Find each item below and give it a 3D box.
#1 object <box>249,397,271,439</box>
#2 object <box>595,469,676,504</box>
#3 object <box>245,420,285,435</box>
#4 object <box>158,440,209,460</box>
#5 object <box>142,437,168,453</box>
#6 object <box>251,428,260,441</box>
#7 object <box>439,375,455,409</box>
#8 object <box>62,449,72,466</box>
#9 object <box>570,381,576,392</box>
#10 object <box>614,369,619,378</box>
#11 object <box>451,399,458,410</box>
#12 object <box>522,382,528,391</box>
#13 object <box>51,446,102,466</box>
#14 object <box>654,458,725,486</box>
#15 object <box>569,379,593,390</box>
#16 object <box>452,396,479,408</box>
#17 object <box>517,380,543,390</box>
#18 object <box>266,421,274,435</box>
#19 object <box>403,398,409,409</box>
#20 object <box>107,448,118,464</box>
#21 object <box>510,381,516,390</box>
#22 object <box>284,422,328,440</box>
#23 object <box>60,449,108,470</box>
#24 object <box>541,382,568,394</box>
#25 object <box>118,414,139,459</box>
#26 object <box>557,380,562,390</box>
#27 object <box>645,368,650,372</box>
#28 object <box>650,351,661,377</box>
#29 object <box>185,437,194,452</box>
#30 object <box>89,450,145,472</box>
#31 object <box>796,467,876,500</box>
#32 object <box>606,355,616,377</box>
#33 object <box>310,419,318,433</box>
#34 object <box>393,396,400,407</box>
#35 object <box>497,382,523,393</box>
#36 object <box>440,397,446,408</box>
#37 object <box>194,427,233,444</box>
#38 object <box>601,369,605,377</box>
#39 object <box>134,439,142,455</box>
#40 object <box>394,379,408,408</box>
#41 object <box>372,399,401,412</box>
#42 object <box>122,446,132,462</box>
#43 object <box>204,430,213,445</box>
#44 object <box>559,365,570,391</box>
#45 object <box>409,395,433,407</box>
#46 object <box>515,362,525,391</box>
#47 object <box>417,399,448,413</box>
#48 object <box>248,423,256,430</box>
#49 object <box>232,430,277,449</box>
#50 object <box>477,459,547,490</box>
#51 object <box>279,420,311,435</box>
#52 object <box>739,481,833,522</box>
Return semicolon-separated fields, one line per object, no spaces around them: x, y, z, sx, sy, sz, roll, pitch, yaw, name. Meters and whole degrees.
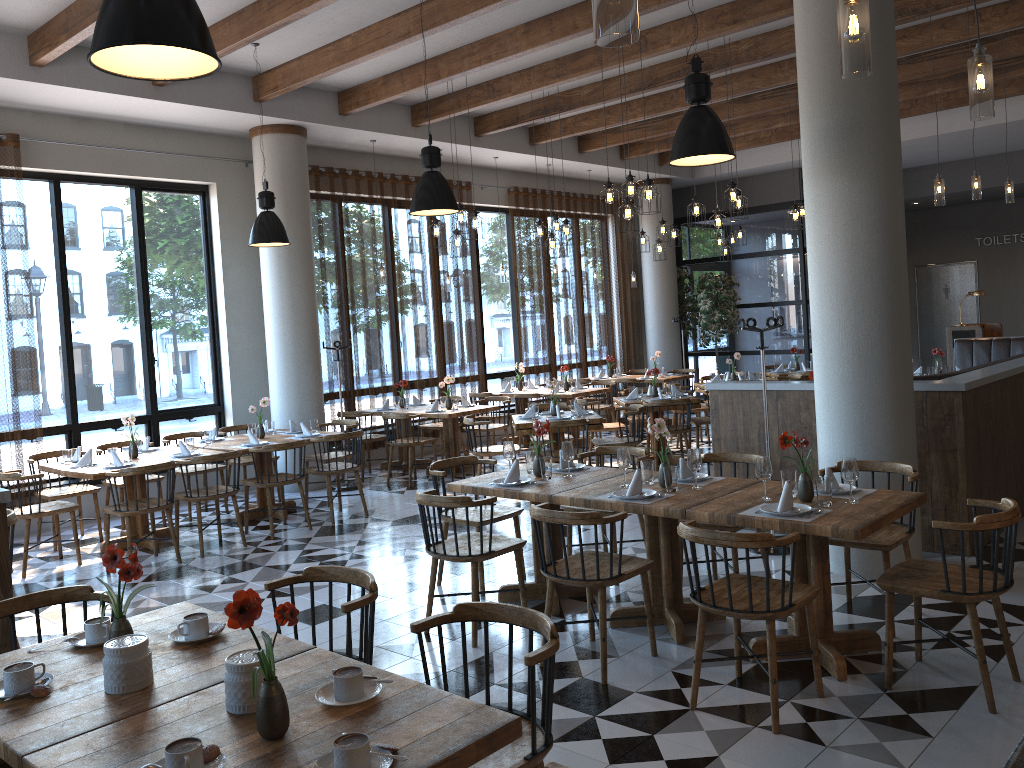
-2.438;0.330;8.602;0.207;0.399;0.146;-5;2;-42;object
0.648;0.531;4.723;0.352;0.137;0.272;0;5;43;object
-2.547;0.436;9.084;0.271;0.137;0.353;0;5;43;object
-2.813;0.553;7.615;0.271;0.137;0.353;0;5;43;object
-3.384;0.551;8.176;0.271;0.137;0.353;0;5;43;object
-2.411;0.481;8.339;0.080;0.132;0.080;-3;2;28;object
-0.758;0.100;10.424;0.206;0.399;0.146;-3;2;7;object
-3.762;0.623;7.502;0.080;0.132;0.080;-3;2;28;object
0.827;0.035;11.882;0.080;0.132;0.080;-3;2;28;object
1.659;-0.166;14.064;0.080;0.132;0.080;-5;2;-32;object
-0.658;0.238;10.272;0.080;0.132;0.080;-3;2;28;object
0.190;0.035;12.472;0.080;0.132;0.080;-4;2;-12;object
-3.797;0.607;7.728;0.271;0.137;0.353;0;5;43;object
1.010;0.483;5.102;0.352;0.137;0.272;0;5;43;object
0.936;0.000;12.257;0.352;0.137;0.272;0;5;43;object
-0.551;0.204;10.645;0.352;0.137;0.272;0;5;43;object
0.284;0.000;12.860;0.352;0.137;0.272;0;5;43;object
-2.421;0.444;8.891;0.080;0.132;0.080;-3;2;28;object
-1.295;0.238;10.862;0.080;0.132;0.080;-4;2;-22;object
-3.331;0.603;7.399;0.080;0.132;0.080;-3;2;28;object
0.021;0.018;12.873;0.080;0.132;0.080;-4;2;-12;object
-1.975;0.438;8.523;0.271;0.137;0.353;0;5;43;object
-3.569;0.616;7.385;0.352;0.137;0.272;0;5;43;object
0.580;0.049;11.862;0.352;0.137;0.272;0;5;43;object
-3.314;0.449;7.677;0.206;0.399;0.146;-2;2;42;object
0.658;0.018;12.283;0.080;0.132;0.080;-3;2;28;object
2.126;-0.183;13.875;0.080;0.132;0.080;-3;2;28;object
2.226;-0.308;13.642;0.146;0.399;0.207;-2;2;35;object
-2.854;0.541;7.859;0.080;0.132;0.080;-3;2;28;object
-3.204;0.606;7.191;0.271;0.137;0.353;0;5;43;object
1.636;0.482;4.523;0.352;0.137;0.272;0;5;43;object
1.592;-0.288;14.267;0.156;0.355;0.171;-3;2;19;object
-1.961;0.422;8.782;0.080;0.132;0.080;-3;2;28;object
-1.464;0.222;11.263;0.080;0.132;0.080;-4;2;-22;object
-0.072;0.049;12.465;0.352;0.137;0.272;0;5;43;object
-0.827;0.222;10.673;0.080;0.132;0.080;-3;2;28;object
-2.935;0.489;8.663;0.271;0.137;0.353;0;5;43;object
1.489;-0.183;14.465;0.080;0.132;0.080;-5;2;-32;object
-3.357;0.568;7.942;0.080;0.132;0.080;-3;2;28;object
-1.364;0.121;11.002;0.156;0.355;0.171;-4;2;-24;object
-1.559;0.253;10.853;0.352;0.137;0.272;0;5;43;object
-3.232;0.593;7.449;0.080;0.132;0.080;-3;2;28;object
-2.880;0.505;8.411;0.080;0.132;0.080;-3;2;28;object
0.711;-0.079;12.022;0.156;0.355;0.171;-3;2;22;object
-1.203;0.204;11.248;0.352;0.137;0.272;0;5;43;object
0.125;-0.109;12.677;0.146;0.399;0.206;-5;3;-43;object
-0.907;0.253;10.250;0.352;0.137;0.272;0;5;43;object
-2.574;0.461;8.780;0.080;0.132;0.080;-3;2;28;object
-2.363;0.491;8.103;0.271;0.137;0.353;0;5;43;object
-0.005;0.531;5.327;0.352;0.137;0.272;0;5;43;object
-2.173;0.424;8.918;0.352;0.137;0.272;0;5;43;object
1.274;0.531;4.143;0.352;0.137;0.272;0;5;43;object
